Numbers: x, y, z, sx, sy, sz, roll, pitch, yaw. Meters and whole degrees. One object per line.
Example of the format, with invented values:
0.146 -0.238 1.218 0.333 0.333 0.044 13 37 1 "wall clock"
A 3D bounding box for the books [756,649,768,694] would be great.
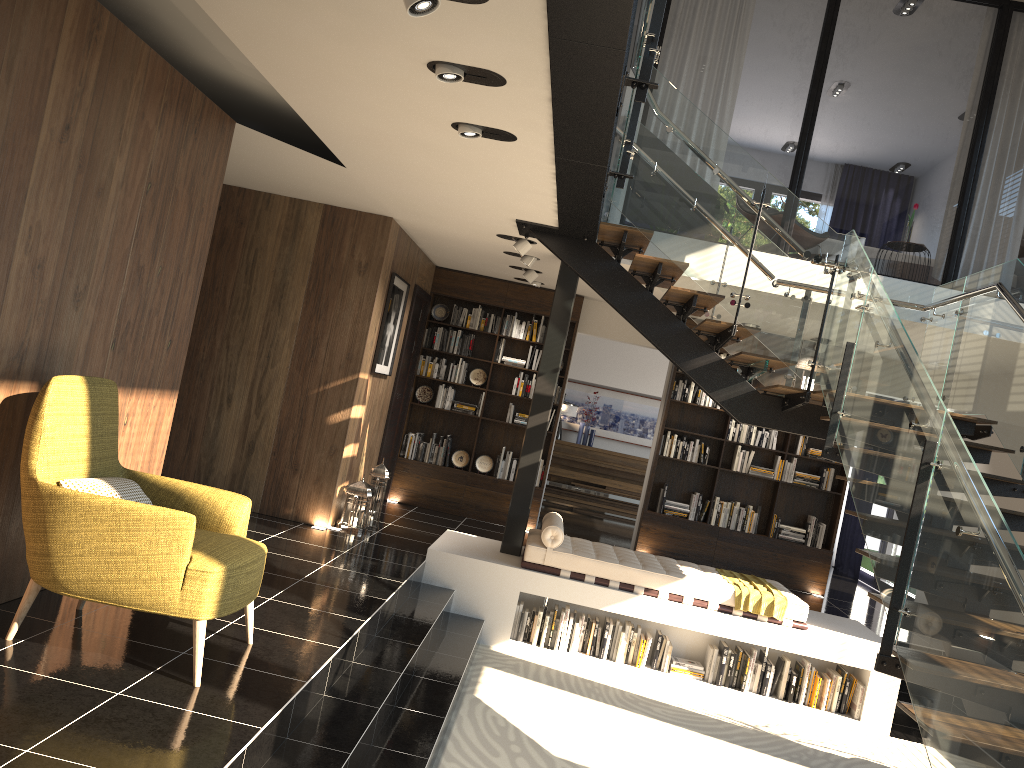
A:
1.977 2.287 7.057 0.033 0.318 0.153 12 0 4 "books"

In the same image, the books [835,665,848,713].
2.575 2.407 7.015 0.042 0.328 0.205 12 -1 4 "books"

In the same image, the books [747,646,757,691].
1.896 2.266 7.077 0.029 0.326 0.153 12 0 4 "books"

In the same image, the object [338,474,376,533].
-1.344 1.027 7.743 0.262 0.483 0.262 12 0 4 "object"

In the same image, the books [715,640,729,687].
1.660 2.222 7.061 0.043 0.316 0.209 12 -1 4 "books"

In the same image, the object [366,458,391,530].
-1.216 0.977 7.967 0.182 0.643 0.182 12 0 4 "object"

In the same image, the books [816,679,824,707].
2.423 2.433 7.029 0.022 0.216 0.137 12 -1 4 "books"

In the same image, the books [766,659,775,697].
2.030 2.330 7.037 0.019 0.256 0.186 12 -1 4 "books"

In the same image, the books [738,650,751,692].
1.836 2.273 7.039 0.026 0.287 0.204 12 -1 4 "books"

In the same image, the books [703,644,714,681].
1.569 2.231 7.106 0.026 0.263 0.156 12 -1 4 "books"

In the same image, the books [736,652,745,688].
1.813 2.278 7.103 0.026 0.270 0.128 12 0 4 "books"

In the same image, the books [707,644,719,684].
1.595 2.231 7.077 0.030 0.273 0.168 12 -1 4 "books"

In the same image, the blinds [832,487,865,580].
4.896 1.336 12.398 0.161 2.770 1.080 12 0 2 "blinds"

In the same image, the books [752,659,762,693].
1.939 2.324 7.063 0.028 0.231 0.158 12 -1 4 "books"

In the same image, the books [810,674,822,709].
2.378 2.406 6.999 0.025 0.249 0.208 12 -1 4 "books"

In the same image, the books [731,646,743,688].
1.785 2.254 7.072 0.035 0.305 0.151 12 0 4 "books"

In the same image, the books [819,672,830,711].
2.446 2.422 6.995 0.024 0.246 0.212 12 -1 4 "books"

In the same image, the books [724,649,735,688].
1.721 2.259 7.064 0.029 0.268 0.173 12 -1 4 "books"

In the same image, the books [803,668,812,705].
2.315 2.376 7.026 0.023 0.283 0.175 12 -1 4 "books"

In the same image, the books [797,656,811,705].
2.295 2.345 7.019 0.028 0.334 0.205 12 -1 4 "books"

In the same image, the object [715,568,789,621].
1.937 1.889 7.461 0.466 0.510 1.167 12 -1 4 "object"

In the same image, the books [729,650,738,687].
1.750 2.265 7.070 0.029 0.268 0.146 12 0 4 "books"

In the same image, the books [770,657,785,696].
2.099 2.325 7.062 0.066 0.293 0.142 12 0 4 "books"

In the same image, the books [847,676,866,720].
2.696 2.465 6.976 0.037 0.264 0.272 12 -1 4 "books"

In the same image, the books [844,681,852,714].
2.627 2.456 7.012 0.019 0.255 0.180 12 -1 4 "books"

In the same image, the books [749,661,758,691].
1.913 2.321 7.082 0.026 0.226 0.132 12 0 4 "books"

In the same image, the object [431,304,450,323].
-0.815 -0.806 10.059 0.212 0.222 0.082 12 0 4 "object"

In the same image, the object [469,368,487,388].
-0.385 -0.071 10.042 0.212 0.222 0.082 12 0 4 "object"

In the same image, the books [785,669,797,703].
2.194 2.378 7.023 0.032 0.229 0.228 12 -1 4 "books"

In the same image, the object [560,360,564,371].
0.475 -0.214 9.972 0.212 0.222 0.082 12 0 4 "object"

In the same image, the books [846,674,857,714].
2.661 2.447 7.016 0.043 0.287 0.147 12 0 4 "books"

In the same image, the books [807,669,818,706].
2.359 2.384 7.024 0.025 0.285 0.164 12 0 4 "books"

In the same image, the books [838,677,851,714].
2.604 2.442 7.001 0.030 0.273 0.185 12 -1 4 "books"

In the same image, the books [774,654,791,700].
2.145 2.326 7.045 0.027 0.312 0.189 12 -1 4 "books"

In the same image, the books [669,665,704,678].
1.390 2.291 7.108 0.261 0.024 0.167 12 -1 1 "books"

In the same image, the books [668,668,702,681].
1.385 2.314 7.108 0.257 0.024 0.167 12 -1 4 "books"

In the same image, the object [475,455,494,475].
-0.314 0.910 9.994 0.212 0.222 0.082 12 0 4 "object"

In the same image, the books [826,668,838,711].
2.504 2.415 7.024 0.039 0.284 0.200 12 -1 4 "books"

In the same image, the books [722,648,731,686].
1.695 2.246 7.092 0.030 0.284 0.176 12 -1 4 "books"

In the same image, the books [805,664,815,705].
2.339 2.371 7.028 0.021 0.302 0.167 12 0 4 "books"

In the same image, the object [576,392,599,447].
1.177 0.523 13.463 0.271 0.860 0.270 12 0 18 "object"

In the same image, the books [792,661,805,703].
2.265 2.365 7.053 0.026 0.284 0.177 12 -1 4 "books"

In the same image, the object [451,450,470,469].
-0.582 0.853 10.017 0.212 0.222 0.082 12 0 4 "object"

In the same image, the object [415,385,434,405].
-0.995 0.124 10.078 0.212 0.222 0.082 12 0 4 "object"

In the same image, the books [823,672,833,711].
2.469 2.426 6.999 0.021 0.248 0.198 12 -1 4 "books"

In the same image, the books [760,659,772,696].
2.002 2.325 7.038 0.036 0.253 0.178 12 -1 4 "books"

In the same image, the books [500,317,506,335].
-0.102 -0.651 10.079 0.023 0.213 0.194 12 -1 4 "books"

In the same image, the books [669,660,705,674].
1.395 2.267 7.113 0.274 0.025 0.156 12 -1 1 "books"

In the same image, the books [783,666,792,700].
2.169 2.359 7.056 0.030 0.256 0.160 12 -1 4 "books"

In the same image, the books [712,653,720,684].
1.619 2.260 7.091 0.027 0.226 0.165 12 -1 4 "books"

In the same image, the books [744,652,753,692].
1.862 2.287 7.059 0.027 0.270 0.188 12 -1 4 "books"

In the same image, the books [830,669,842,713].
2.535 2.421 7.003 0.028 0.285 0.211 12 -1 4 "books"
